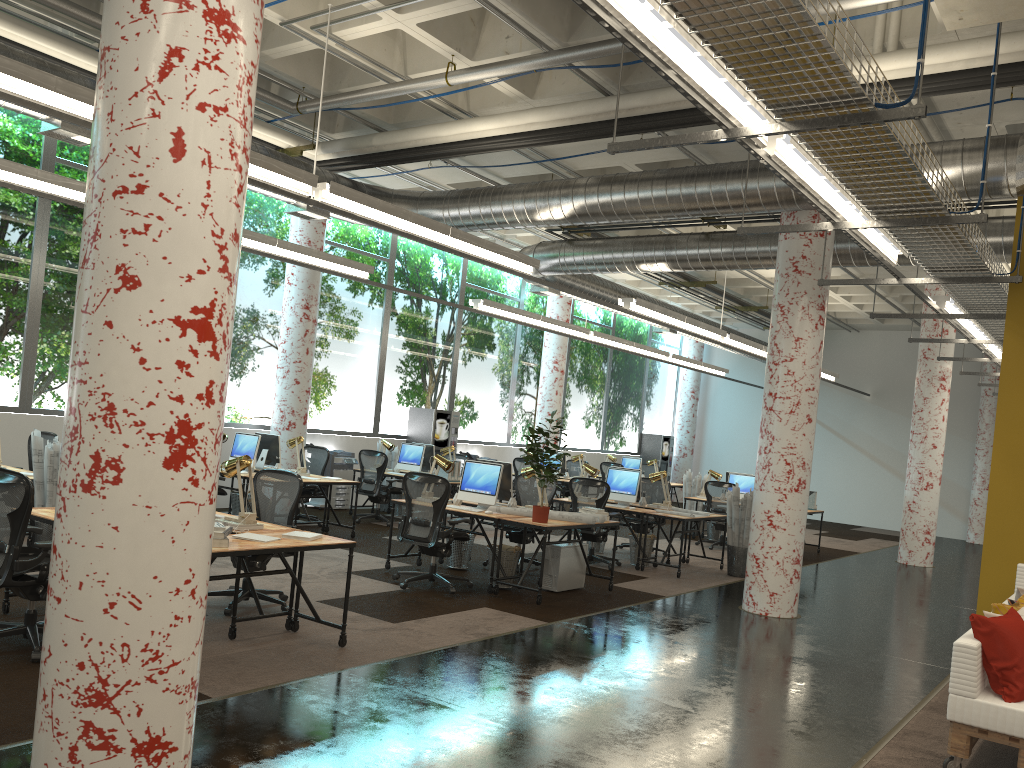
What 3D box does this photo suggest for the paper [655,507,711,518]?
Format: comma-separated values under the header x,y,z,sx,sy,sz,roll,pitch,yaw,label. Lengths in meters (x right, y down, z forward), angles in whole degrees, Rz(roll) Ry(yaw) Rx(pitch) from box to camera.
x,y,z,sx,sy,sz,roll,pitch,yaw,label
2.169,1.630,11.246,0.566,0.061,0.628,4,-3,33,paper

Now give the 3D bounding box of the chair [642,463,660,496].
x,y,z,sx,sy,sz,roll,pitch,yaw,label
3.091,2.402,20.714,0.769,1.085,0.794,5,-1,19,chair

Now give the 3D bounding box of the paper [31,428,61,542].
x,y,z,sx,sy,sz,roll,pitch,yaw,label
-4.070,1.001,7.879,0.440,1.198,0.413,6,0,14,paper

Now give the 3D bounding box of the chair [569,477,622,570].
x,y,z,sx,sy,sz,roll,pitch,yaw,label
1.002,1.717,11.096,0.769,1.085,0.794,5,-1,19,chair

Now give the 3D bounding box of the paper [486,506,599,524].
x,y,z,sx,sy,sz,roll,pitch,yaw,label
0.291,1.279,8.703,1.133,0.082,0.083,5,-1,10,paper

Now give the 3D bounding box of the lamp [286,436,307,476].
x,y,z,sx,sy,sz,roll,pitch,yaw,label
-2.766,0.981,11.485,0.209,0.611,0.526,6,-1,-35,lamp

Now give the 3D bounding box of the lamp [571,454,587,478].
x,y,z,sx,sy,sz,roll,pitch,yaw,label
1.356,1.673,17.271,0.219,0.611,0.526,6,-1,-35,lamp

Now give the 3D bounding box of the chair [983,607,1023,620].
x,y,z,sx,sy,sz,roll,pitch,yaw,label
2.979,1.526,5.112,0.526,0.401,0.331,7,-2,-35,chair

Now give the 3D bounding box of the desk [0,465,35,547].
x,y,z,sx,sy,sz,roll,pitch,yaw,label
-5.350,1.133,8.269,1.936,0.724,1.405,4,-3,36,desk

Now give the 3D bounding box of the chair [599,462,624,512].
x,y,z,sx,sy,sz,roll,pitch,yaw,label
2.190,2.234,19.130,0.769,1.085,0.794,5,-1,19,chair

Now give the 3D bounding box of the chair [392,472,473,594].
x,y,z,sx,sy,sz,roll,pitch,yaw,label
-0.756,1.394,8.509,0.769,1.085,0.794,5,-1,19,chair

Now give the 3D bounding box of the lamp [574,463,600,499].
x,y,z,sx,sy,sz,roll,pitch,yaw,label
0.935,1.363,11.897,0.209,0.611,0.526,6,-1,-35,lamp

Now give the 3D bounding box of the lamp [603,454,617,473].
x,y,z,sx,sy,sz,roll,pitch,yaw,label
2.118,1.880,19.928,0.219,0.611,0.526,6,-1,-35,lamp

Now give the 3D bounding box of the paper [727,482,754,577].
x,y,z,sx,sy,sz,roll,pitch,yaw,label
2.935,1.859,11.349,0.440,1.198,0.413,6,0,14,paper

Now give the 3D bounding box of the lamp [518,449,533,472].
x,y,z,sx,sy,sz,roll,pitch,yaw,label
0.236,1.564,17.286,0.219,0.611,0.526,6,-1,-35,lamp

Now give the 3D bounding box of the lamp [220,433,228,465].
x,y,z,sx,sy,sz,roll,pitch,yaw,label
-3.882,0.873,11.502,0.219,0.611,0.526,6,-1,-35,lamp

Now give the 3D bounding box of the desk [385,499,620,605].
x,y,z,sx,sy,sz,roll,pitch,yaw,label
-0.104,1.668,9.151,1.936,0.724,1.405,4,-3,36,desk

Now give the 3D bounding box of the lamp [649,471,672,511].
x,y,z,sx,sy,sz,roll,pitch,yaw,label
2.047,1.471,11.877,0.209,0.611,0.526,6,-1,-35,lamp

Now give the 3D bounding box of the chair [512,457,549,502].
x,y,z,sx,sy,sz,roll,pitch,yaw,label
0.308,1.919,16.488,0.769,1.085,0.794,5,-1,19,chair

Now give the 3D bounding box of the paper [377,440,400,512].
x,y,z,sx,sy,sz,roll,pitch,yaw,label
-2.123,1.545,14.965,0.440,1.198,0.413,6,0,14,paper

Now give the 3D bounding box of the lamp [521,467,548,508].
x,y,z,sx,sy,sz,roll,pitch,yaw,label
0.288,1.148,9.289,0.209,0.611,0.526,6,-1,-35,lamp

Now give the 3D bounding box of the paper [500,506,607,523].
x,y,z,sx,sy,sz,roll,pitch,yaw,label
0.388,1.295,8.839,1.134,0.082,0.083,6,-1,0,paper

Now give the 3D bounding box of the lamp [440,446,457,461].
x,y,z,sx,sy,sz,roll,pitch,yaw,label
-0.952,1.285,14.029,0.219,0.611,0.526,6,-1,-35,lamp

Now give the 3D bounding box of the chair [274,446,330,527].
x,y,z,sx,sy,sz,roll,pitch,yaw,label
-2.909,1.394,12.289,0.769,1.085,0.794,5,-1,19,chair

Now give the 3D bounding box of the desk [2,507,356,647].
x,y,z,sx,sy,sz,roll,pitch,yaw,label
-2.279,1.323,6.051,1.936,0.724,1.405,4,-3,36,desk

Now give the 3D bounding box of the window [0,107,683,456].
x,y,z,sx,sy,sz,roll,pitch,yaw,label
-2.839,-1.022,14.860,0.050,3.761,26.282,6,-2,36,window

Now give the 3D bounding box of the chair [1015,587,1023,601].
x,y,z,sx,sy,sz,roll,pitch,yaw,label
3.664,1.629,6.139,0.334,0.437,0.547,5,-2,41,chair

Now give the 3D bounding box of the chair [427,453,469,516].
x,y,z,sx,sy,sz,roll,pitch,yaw,label
-1.099,1.698,14.830,0.769,1.085,0.794,5,-1,19,chair

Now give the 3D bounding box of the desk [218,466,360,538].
x,y,z,sx,sy,sz,roll,pitch,yaw,label
-3.158,1.501,11.347,1.936,0.724,1.405,4,-3,36,desk

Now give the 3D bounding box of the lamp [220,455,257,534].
x,y,z,sx,sy,sz,roll,pitch,yaw,label
-1.883,0.803,6.192,0.219,0.611,0.526,6,-1,-35,lamp

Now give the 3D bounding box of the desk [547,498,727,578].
x,y,z,sx,sy,sz,roll,pitch,yaw,label
1.655,1.991,11.739,1.936,0.724,1.405,4,-3,36,desk

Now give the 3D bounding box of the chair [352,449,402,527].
x,y,z,sx,sy,sz,roll,pitch,yaw,label
-2.001,1.531,13.245,0.769,1.085,0.794,5,-1,19,chair

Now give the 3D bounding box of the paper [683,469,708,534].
x,y,z,sx,sy,sz,roll,pitch,yaw,label
3.265,2.123,15.995,0.440,1.198,0.413,6,0,14,paper

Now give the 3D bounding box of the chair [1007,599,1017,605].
x,y,z,sx,sy,sz,roll,pitch,yaw,label
3.478,1.622,5.764,0.525,0.408,0.340,7,-2,-38,chair

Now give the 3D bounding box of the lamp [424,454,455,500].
x,y,z,sx,sy,sz,roll,pitch,yaw,label
-0.828,1.040,9.307,0.219,0.611,0.526,6,-1,-35,lamp

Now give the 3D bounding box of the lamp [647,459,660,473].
x,y,z,sx,sy,sz,roll,pitch,yaw,label
3.238,1.989,19.913,0.219,0.611,0.526,6,-1,-35,lamp

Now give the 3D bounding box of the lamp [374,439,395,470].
x,y,z,sx,sy,sz,roll,pitch,yaw,label
-2.069,1.177,14.047,0.209,0.611,0.526,6,-1,-35,lamp

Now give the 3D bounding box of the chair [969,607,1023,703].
x,y,z,sx,sy,sz,roll,pitch,yaw,label
2.684,1.459,4.772,0.536,0.444,0.301,7,-1,-38,chair

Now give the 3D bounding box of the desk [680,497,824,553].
x,y,z,sx,sy,sz,roll,pitch,yaw,label
4.040,2.383,14.919,1.936,0.724,1.405,4,-3,36,desk

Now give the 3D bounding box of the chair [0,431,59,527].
x,y,z,sx,sy,sz,roll,pitch,yaw,label
-5.101,1.027,9.210,0.769,1.085,0.794,5,-1,19,chair

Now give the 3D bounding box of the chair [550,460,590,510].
x,y,z,sx,sy,sz,roll,pitch,yaw,label
1.210,2.086,18.072,0.769,1.085,0.794,5,-1,19,chair

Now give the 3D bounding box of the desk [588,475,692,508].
x,y,z,sx,sy,sz,roll,pitch,yaw,label
2.842,2.508,19.773,1.936,0.724,1.405,4,-3,36,desk

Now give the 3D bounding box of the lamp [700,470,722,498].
x,y,z,sx,sy,sz,roll,pitch,yaw,label
3.316,1.755,15.074,0.219,0.611,0.526,6,-1,-35,lamp

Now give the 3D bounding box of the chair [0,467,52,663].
x,y,z,sx,sy,sz,roll,pitch,yaw,label
-2.931,1.049,5.409,0.769,1.085,0.794,5,-1,19,chair

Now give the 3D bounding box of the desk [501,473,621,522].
x,y,z,sx,sy,sz,roll,pitch,yaw,label
0.961,2.192,17.130,1.936,0.724,1.405,4,-3,36,desk

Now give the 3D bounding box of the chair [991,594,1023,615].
x,y,z,sx,sy,sz,roll,pitch,yaw,label
3.177,1.544,5.440,0.548,0.438,0.315,7,-2,-42,chair

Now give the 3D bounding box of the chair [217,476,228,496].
x,y,z,sx,sy,sz,roll,pitch,yaw,label
-3.811,1.227,10.704,0.769,1.085,0.794,5,-1,19,chair

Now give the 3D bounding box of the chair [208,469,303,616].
x,y,z,sx,sy,sz,roll,pitch,yaw,label
-2.030,1.216,6.993,0.769,1.085,0.794,5,-1,19,chair

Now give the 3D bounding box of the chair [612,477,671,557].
x,y,z,sx,sy,sz,roll,pitch,yaw,label
1.904,1.885,12.681,0.769,1.085,0.794,5,-1,19,chair

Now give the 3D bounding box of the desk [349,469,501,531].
x,y,z,sx,sy,sz,roll,pitch,yaw,label
-1.348,1.805,13.888,1.936,0.724,1.405,4,-3,36,desk

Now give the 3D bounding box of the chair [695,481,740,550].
x,y,z,sx,sy,sz,roll,pitch,yaw,label
3.388,2.109,14.276,0.769,1.085,0.794,5,-1,19,chair

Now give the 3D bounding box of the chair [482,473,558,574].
x,y,z,sx,sy,sz,roll,pitch,yaw,label
0.145,1.562,10.093,0.769,1.085,0.794,5,-1,19,chair
